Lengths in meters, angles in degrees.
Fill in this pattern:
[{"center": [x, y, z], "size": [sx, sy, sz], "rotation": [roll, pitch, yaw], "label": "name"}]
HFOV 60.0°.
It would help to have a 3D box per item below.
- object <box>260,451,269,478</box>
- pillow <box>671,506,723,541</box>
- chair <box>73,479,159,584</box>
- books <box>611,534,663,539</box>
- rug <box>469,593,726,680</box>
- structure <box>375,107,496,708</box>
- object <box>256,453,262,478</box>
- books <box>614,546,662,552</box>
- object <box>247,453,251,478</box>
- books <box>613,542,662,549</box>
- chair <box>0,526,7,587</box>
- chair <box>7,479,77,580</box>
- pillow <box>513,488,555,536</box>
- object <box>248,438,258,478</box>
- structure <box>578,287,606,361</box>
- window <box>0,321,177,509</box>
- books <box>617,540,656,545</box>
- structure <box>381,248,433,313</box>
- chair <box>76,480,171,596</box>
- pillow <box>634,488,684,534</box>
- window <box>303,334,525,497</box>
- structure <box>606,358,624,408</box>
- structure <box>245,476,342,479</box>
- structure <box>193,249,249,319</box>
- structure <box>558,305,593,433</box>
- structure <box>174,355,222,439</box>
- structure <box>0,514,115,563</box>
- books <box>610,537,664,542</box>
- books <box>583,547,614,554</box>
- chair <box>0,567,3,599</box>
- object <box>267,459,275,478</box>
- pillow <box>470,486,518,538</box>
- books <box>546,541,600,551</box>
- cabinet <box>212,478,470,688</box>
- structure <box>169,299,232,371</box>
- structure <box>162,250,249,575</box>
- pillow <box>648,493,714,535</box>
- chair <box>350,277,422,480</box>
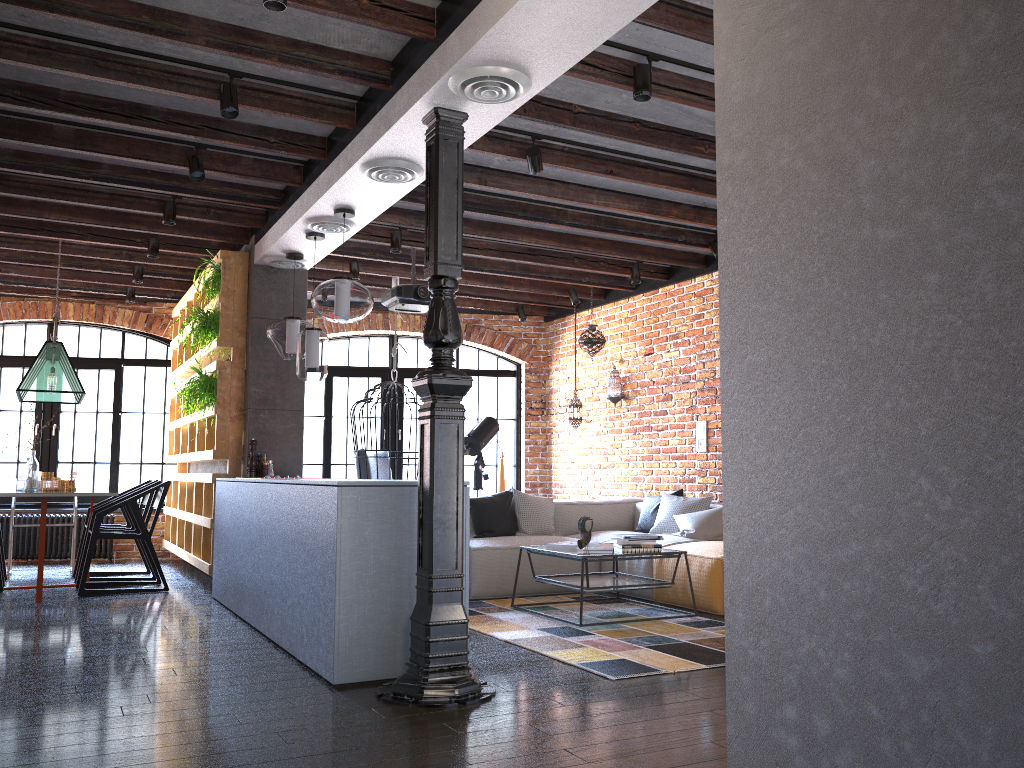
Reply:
[{"center": [-1.759, 0.576, 6.336], "size": [0.058, 0.192, 0.081], "rotation": [-1, -6, 13], "label": "object"}, {"center": [1.418, 1.025, 6.575], "size": [0.485, 0.314, 0.359], "rotation": [-1, -6, 15], "label": "pillow"}, {"center": [-3.293, 1.207, 7.386], "size": [0.610, 0.818, 0.495], "rotation": [3, -6, -28], "label": "chair"}, {"center": [0.770, 0.940, 5.476], "size": [0.268, 0.014, 0.196], "rotation": [2, -6, -16], "label": "books"}, {"center": [0.502, 1.397, 5.141], "size": [1.432, 0.013, 2.365], "rotation": [3, -7, -28], "label": "rug"}, {"center": [2.444, 0.359, 6.593], "size": [0.481, 2.392, 8.517], "rotation": [-5, -8, 43], "label": "structure"}, {"center": [-1.823, 0.588, 6.388], "size": [0.048, 0.179, 0.048], "rotation": [6, -8, -44], "label": "object"}, {"center": [0.770, 1.017, 5.465], "size": [0.247, 0.024, 0.209], "rotation": [1, -6, -8], "label": "books"}, {"center": [-1.872, 0.583, 6.347], "size": [0.048, 0.179, 0.048], "rotation": [-2, -6, 22], "label": "object"}, {"center": [0.772, 0.995, 5.468], "size": [0.251, 0.023, 0.209], "rotation": [1, -6, -8], "label": "books"}, {"center": [-4.254, 1.152, 6.884], "size": [0.610, 0.818, 0.495], "rotation": [3, -6, -28], "label": "chair"}, {"center": [-4.046, 1.233, 7.662], "size": [0.495, 0.818, 0.611], "rotation": [3, -6, -28], "label": "chair"}, {"center": [0.187, 1.036, 7.109], "size": [0.250, 0.402, 0.544], "rotation": [-5, -8, 44], "label": "pillow"}, {"center": [-1.838, 0.525, 6.288], "size": [0.061, 0.282, 0.061], "rotation": [2, -6, -14], "label": "object"}, {"center": [0.762, -0.605, 8.469], "size": [0.265, 0.778, 0.273], "rotation": [-1, -6, 12], "label": "structure"}, {"center": [-4.726, 0.296, 9.036], "size": [3.145, 2.231, 0.177], "rotation": [1, -6, -10], "label": "window"}, {"center": [0.769, 0.976, 5.493], "size": [0.239, 0.022, 0.191], "rotation": [0, -6, 7], "label": "books"}, {"center": [-0.786, -0.991, 7.028], "size": [0.409, 0.816, 0.464], "rotation": [3, -6, -28], "label": "structure"}, {"center": [-2.924, 1.137, 6.687], "size": [0.610, 0.818, 0.495], "rotation": [3, -6, -28], "label": "chair"}, {"center": [1.197, 1.051, 7.259], "size": [0.263, 0.400, 0.510], "rotation": [4, -7, -33], "label": "pillow"}, {"center": [-1.330, 0.392, 9.827], "size": [3.293, 2.231, 0.177], "rotation": [1, -6, -10], "label": "window"}, {"center": [0.991, -0.014, 8.538], "size": [0.169, 0.482, 0.169], "rotation": [3, -6, -28], "label": "structure"}, {"center": [-1.431, 0.614, 5.663], "size": [0.504, 0.057, 0.764], "rotation": [3, -7, -28], "label": "structure"}, {"center": [-2.155, -0.720, 6.798], "size": [0.571, 0.620, 0.422], "rotation": [5, -7, -38], "label": "structure"}, {"center": [0.631, -0.233, 8.830], "size": [0.389, 1.436, 0.339], "rotation": [3, -6, -27], "label": "structure"}, {"center": [-2.279, 0.115, 6.675], "size": [0.422, 0.620, 0.571], "rotation": [1, -6, -8], "label": "structure"}, {"center": [-4.456, 1.511, 8.670], "size": [1.115, 0.476, 0.106], "rotation": [1, -6, -10], "label": "structure"}, {"center": [0.770, 0.955, 5.474], "size": [0.268, 0.014, 0.196], "rotation": [3, -7, -29], "label": "books"}, {"center": [0.519, 0.998, 5.317], "size": [0.182, 0.029, 0.129], "rotation": [-1, -6, 10], "label": "books"}, {"center": [-3.884, 1.081, 6.184], "size": [0.610, 0.818, 0.495], "rotation": [3, -6, -28], "label": "chair"}, {"center": [-1.749, 0.611, 6.393], "size": [0.069, 0.135, 0.069], "rotation": [-5, -8, 42], "label": "object"}, {"center": [-0.124, 1.008, 6.977], "size": [0.539, 0.417, 0.239], "rotation": [5, -7, -38], "label": "pillow"}, {"center": [0.389, 1.028, 5.640], "size": [0.225, 0.038, 0.309], "rotation": [-3, -7, 32], "label": "books"}, {"center": [-1.147, 0.971, 5.098], "size": [0.607, 0.843, 2.962], "rotation": [3, -7, -28], "label": "cabinet"}, {"center": [-2.298, -0.366, 6.672], "size": [0.422, 0.620, 0.571], "rotation": [-3, -7, 31], "label": "structure"}, {"center": [-2.737, 0.316, 7.767], "size": [0.206, 2.380, 2.831], "rotation": [3, -6, -28], "label": "structure"}, {"center": [1.306, 1.033, 6.934], "size": [0.293, 0.354, 0.496], "rotation": [5, -8, -42], "label": "pillow"}, {"center": [-1.140, 0.090, 8.229], "size": [0.682, 2.219, 0.802], "rotation": [-2, -6, 17], "label": "chair"}]
